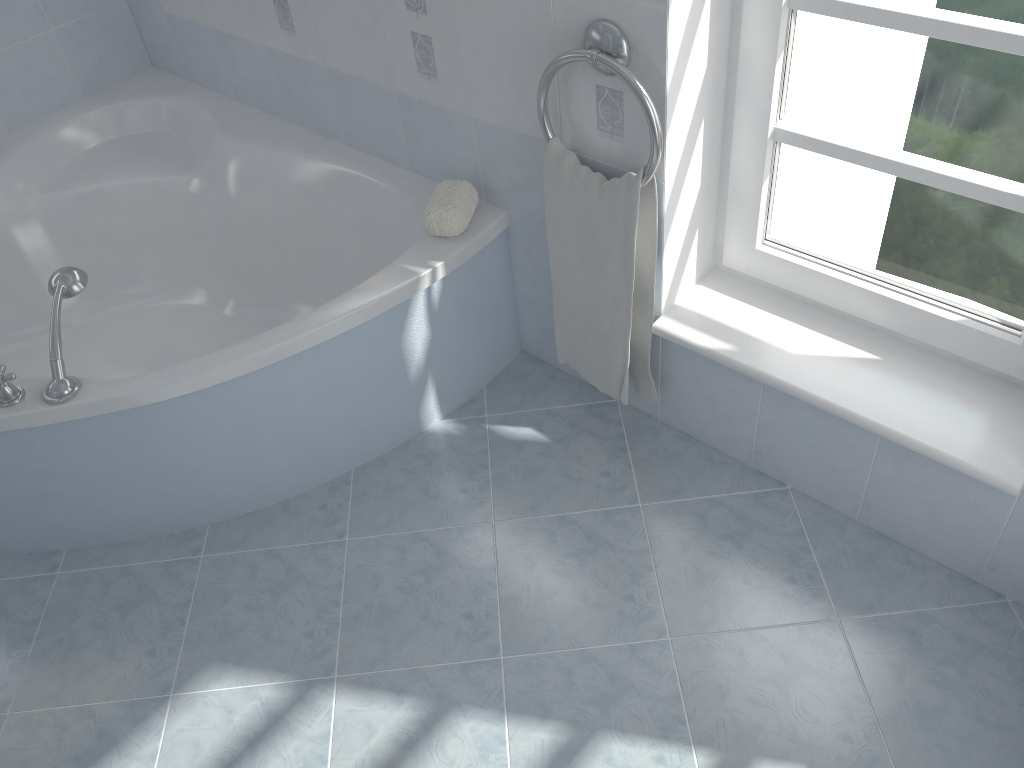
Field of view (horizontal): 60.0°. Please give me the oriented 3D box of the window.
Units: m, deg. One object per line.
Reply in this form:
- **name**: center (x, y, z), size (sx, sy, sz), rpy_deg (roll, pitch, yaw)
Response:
- **window**: center (0.642, -0.848, 1.119), size (0.758, 2.067, 0.142), rpy_deg (28, 55, 32)

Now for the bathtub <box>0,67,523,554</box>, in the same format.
- **bathtub**: center (-1.088, -0.189, 2.208), size (1.596, 0.670, 1.578), rpy_deg (28, 55, 31)

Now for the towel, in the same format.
- **towel**: center (0.196, -0.221, 1.924), size (0.280, 0.635, 0.083), rpy_deg (29, 55, 32)

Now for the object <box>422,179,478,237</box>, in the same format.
- **object**: center (-0.140, -0.407, 2.045), size (0.105, 0.077, 0.165), rpy_deg (5, 46, 13)

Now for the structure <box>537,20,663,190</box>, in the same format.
- **structure**: center (0.167, -0.510, 1.669), size (0.291, 0.332, 0.051), rpy_deg (28, 55, 32)
